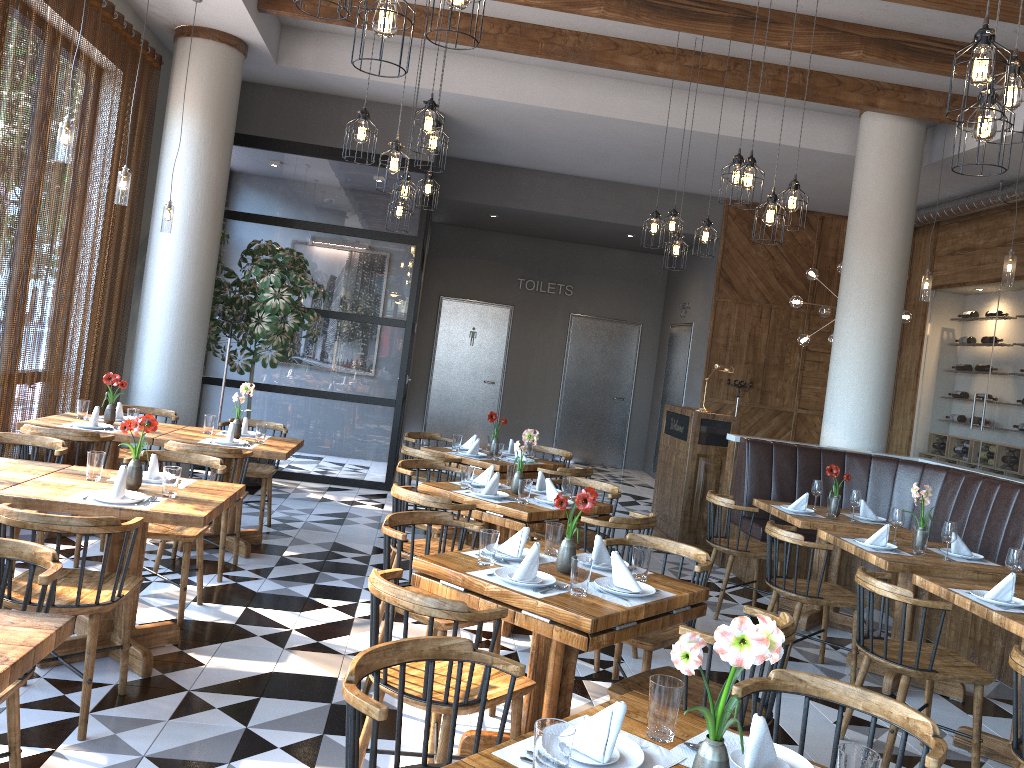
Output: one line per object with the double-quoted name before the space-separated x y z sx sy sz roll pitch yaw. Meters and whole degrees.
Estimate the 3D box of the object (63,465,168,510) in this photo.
"object" -1.686 0.426 3.796 0.351 0.137 0.272 7 1 -5

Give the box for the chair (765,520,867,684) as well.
"chair" 1.702 1.250 5.105 0.549 0.817 0.520 7 0 -6

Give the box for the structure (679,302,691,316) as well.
"structure" 2.571 -1.108 13.204 0.025 0.197 0.566 7 2 -6

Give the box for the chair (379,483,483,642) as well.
"chair" -0.425 0.983 4.860 0.521 0.817 0.548 7 0 39

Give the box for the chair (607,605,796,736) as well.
"chair" 0.651 1.178 3.094 0.551 0.817 0.518 7 0 39

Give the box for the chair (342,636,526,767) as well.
"chair" -0.164 1.104 2.124 0.551 0.817 0.518 7 0 39

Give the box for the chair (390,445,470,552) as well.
"chair" -0.605 0.899 6.742 0.521 0.817 0.548 7 0 39

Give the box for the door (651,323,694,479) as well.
"door" 2.370 0.281 13.232 0.114 2.395 1.207 7 0 -6

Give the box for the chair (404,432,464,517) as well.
"chair" -0.691 0.859 7.650 0.551 0.817 0.518 7 0 39

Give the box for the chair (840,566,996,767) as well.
"chair" 1.807 1.299 4.008 0.549 0.817 0.520 7 0 -6

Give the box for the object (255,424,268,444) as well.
"object" -1.744 0.346 6.154 0.080 0.132 0.080 7 0 -21

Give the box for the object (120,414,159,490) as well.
"object" -1.702 0.307 4.008 0.156 0.355 0.171 7 0 -27

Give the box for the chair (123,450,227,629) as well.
"chair" -1.853 0.803 4.713 0.519 0.817 0.550 7 0 -6

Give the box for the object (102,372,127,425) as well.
"object" -2.779 0.099 6.166 0.156 0.355 0.171 7 0 -29

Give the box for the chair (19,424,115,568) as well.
"chair" -2.767 0.660 5.480 0.519 0.817 0.550 7 0 -6

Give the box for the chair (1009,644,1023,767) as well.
"chair" 1.911 1.347 2.911 0.549 0.817 0.520 7 0 -6

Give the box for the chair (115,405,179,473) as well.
"chair" -2.891 0.602 6.779 0.519 0.817 0.550 7 0 -6

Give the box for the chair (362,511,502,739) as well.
"chair" -0.335 1.024 3.916 0.551 0.817 0.518 7 0 39

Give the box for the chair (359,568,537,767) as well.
"chair" -0.249 1.065 3.008 0.521 0.817 0.548 7 0 39

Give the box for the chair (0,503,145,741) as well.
"chair" -1.729 0.860 3.413 0.519 0.817 0.550 7 0 -6

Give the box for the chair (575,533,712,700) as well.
"chair" 0.565 1.138 4.002 0.521 0.817 0.548 7 0 39

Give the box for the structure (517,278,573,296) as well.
"structure" 0.528 -1.556 14.252 0.915 0.166 0.035 7 0 -5

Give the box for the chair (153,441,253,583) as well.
"chair" -1.934 0.765 5.559 0.519 0.817 0.550 7 0 -6

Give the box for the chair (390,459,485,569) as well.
"chair" -0.512 0.943 5.767 0.551 0.817 0.518 7 0 39

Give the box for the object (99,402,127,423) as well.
"object" -2.825 0.196 6.394 0.351 0.137 0.272 7 1 -5

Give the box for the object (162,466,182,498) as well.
"object" -1.538 0.441 3.994 0.080 0.132 0.080 7 0 -21

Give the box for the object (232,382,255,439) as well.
"object" -1.894 0.189 6.224 0.146 0.400 0.207 7 0 -13

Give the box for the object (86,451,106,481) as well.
"object" -1.947 0.384 4.135 0.080 0.132 0.080 7 0 -21

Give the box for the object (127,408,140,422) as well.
"object" -2.601 0.237 6.072 0.080 0.132 0.080 7 0 9

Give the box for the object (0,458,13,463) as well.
"object" -2.620 0.291 4.242 0.351 0.137 0.272 7 1 -5

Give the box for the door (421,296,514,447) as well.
"door" -0.707 -0.146 14.127 1.206 2.395 0.114 7 -1 -5

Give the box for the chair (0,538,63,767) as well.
"chair" -1.644 0.900 2.521 0.519 0.817 0.550 7 0 -6

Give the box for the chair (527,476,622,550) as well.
"chair" 0.388 1.056 5.853 0.521 0.817 0.548 7 0 39

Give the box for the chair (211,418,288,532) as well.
"chair" -2.058 0.708 6.859 0.519 0.817 0.550 7 0 -6

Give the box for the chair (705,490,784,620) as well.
"chair" 1.597 1.202 6.202 0.549 0.817 0.520 7 0 -6

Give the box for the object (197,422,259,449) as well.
"object" -1.891 0.331 5.948 0.351 0.137 0.272 7 1 -5

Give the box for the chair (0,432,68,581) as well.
"chair" -2.686 0.697 4.633 0.519 0.817 0.550 7 0 -6

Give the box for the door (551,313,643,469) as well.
"door" 1.380 0.118 14.326 1.206 2.395 0.114 7 -1 -5

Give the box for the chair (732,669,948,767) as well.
"chair" 0.736 1.218 2.210 0.521 0.817 0.548 7 0 39

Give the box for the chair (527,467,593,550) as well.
"chair" 0.295 1.013 6.828 0.551 0.817 0.518 7 0 39

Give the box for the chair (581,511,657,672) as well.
"chair" 0.475 1.096 4.945 0.551 0.817 0.518 7 0 39

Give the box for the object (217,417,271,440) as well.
"object" -1.948 0.307 6.478 0.351 0.137 0.272 7 1 -5

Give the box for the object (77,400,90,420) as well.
"object" -3.010 0.180 6.214 0.080 0.132 0.080 7 0 9

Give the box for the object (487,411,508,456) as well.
"object" -0.150 0.404 7.273 0.171 0.355 0.155 7 0 41

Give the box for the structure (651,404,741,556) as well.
"structure" 1.837 0.910 8.673 0.645 1.300 1.046 7 0 -6

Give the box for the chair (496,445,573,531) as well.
"chair" 0.198 0.971 7.757 0.521 0.817 0.548 7 0 39

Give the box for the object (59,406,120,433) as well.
"object" -2.769 0.220 5.864 0.351 0.137 0.272 7 1 -5

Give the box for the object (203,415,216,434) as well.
"object" -2.153 0.288 6.296 0.080 0.132 0.080 7 0 -21

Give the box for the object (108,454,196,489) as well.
"object" -1.743 0.402 4.326 0.351 0.137 0.272 7 1 -5
